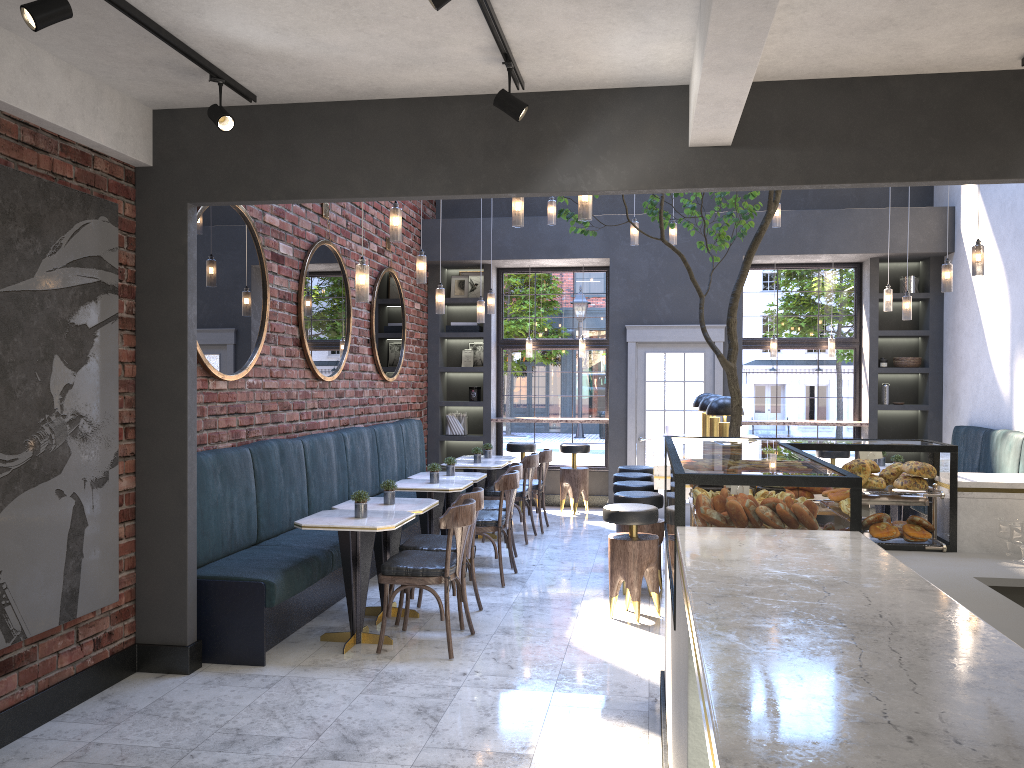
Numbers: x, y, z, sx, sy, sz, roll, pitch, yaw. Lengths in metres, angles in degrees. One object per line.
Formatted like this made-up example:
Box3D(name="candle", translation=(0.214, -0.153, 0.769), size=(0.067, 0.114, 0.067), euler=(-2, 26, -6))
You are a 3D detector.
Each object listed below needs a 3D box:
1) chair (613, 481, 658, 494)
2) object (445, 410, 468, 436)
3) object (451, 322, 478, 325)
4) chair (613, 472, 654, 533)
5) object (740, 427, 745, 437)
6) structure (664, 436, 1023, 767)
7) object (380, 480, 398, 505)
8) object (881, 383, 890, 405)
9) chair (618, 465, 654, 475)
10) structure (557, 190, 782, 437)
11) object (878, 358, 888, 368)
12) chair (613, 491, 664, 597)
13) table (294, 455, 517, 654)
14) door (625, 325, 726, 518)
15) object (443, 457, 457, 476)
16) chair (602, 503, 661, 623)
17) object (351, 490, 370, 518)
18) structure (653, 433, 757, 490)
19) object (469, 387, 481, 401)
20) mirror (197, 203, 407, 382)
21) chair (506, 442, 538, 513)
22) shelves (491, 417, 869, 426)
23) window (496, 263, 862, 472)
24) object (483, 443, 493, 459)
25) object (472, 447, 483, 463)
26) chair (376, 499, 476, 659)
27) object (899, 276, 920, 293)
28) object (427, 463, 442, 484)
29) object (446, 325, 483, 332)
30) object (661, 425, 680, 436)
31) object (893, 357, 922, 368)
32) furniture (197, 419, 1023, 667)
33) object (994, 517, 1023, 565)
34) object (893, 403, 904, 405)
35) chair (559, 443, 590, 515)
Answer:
Box3D(name="chair", translation=(1.015, 1.181, 7.292), size=(0.370, 0.737, 0.372), euler=(0, 1, -38))
Box3D(name="object", translation=(-0.692, 0.478, 11.101), size=(0.250, 0.323, 0.241), euler=(0, 0, 9))
Box3D(name="object", translation=(-0.595, -0.742, 11.078), size=(0.327, 0.039, 0.227), euler=(0, 0, -1))
Box3D(name="chair", translation=(1.092, 1.179, 7.981), size=(0.370, 0.737, 0.372), euler=(0, 1, 0))
Box3D(name="object", translation=(2.126, 0.453, 8.459), size=(0.176, 0.097, 0.301), euler=(0, 0, 0))
Box3D(name="structure", translation=(1.878, 0.916, 1.216), size=(3.205, 1.300, 5.805), euler=(0, 0, 9))
Box3D(name="object", translation=(-0.811, 0.711, 5.855), size=(0.118, 0.165, 0.122), euler=(0, 0, -13))
Box3D(name="object", translation=(4.326, 0.117, 10.271), size=(0.098, 0.248, 0.098), euler=(0, 1, -42))
Box3D(name="chair", translation=(1.221, 1.179, 8.680), size=(0.370, 0.737, 0.372), euler=(0, 1, -38))
Box3D(name="structure", translation=(1.522, -1.437, 6.142), size=(2.806, 5.989, 3.744), euler=(0, 1, -38))
Box3D(name="object", translation=(4.312, -0.247, 10.315), size=(0.116, 0.119, 0.117), euler=(0, 0, -15))
Box3D(name="chair", translation=(0.940, 1.182, 6.596), size=(0.372, 0.737, 0.370), euler=(1, 1, 36))
Box3D(name="table", translation=(1.373, 1.175, 7.067), size=(4.599, 0.751, 4.830), euler=(0, 0, 9))
Box3D(name="door", translation=(1.865, 0.437, 10.178), size=(1.132, 2.219, 0.152), euler=(0, 1, 9))
Box3D(name="object", translation=(-0.530, 0.709, 7.655), size=(0.118, 0.165, 0.122), euler=(0, 0, -13))
Box3D(name="chair", translation=(0.788, 1.183, 5.907), size=(0.370, 0.737, 0.372), euler=(0, 1, -38))
Box3D(name="object", translation=(-0.901, 0.712, 5.280), size=(0.118, 0.165, 0.122), euler=(0, 0, -13))
Box3D(name="structure", translation=(1.634, 1.027, 7.137), size=(0.990, 1.050, 3.490), euler=(0, 0, 9))
Box3D(name="object", translation=(-0.462, 0.125, 11.047), size=(0.152, 0.181, 0.152), euler=(0, 1, -43))
Box3D(name="mirror", translation=(-1.555, -0.776, 7.500), size=(0.036, 1.510, 4.773), euler=(0, 0, 9))
Box3D(name="chair", translation=(0.114, 1.127, 10.745), size=(0.370, 0.821, 0.372), euler=(0, 1, -29))
Box3D(name="shelves", translation=(1.946, 0.455, 10.702), size=(4.403, 0.043, 0.384), euler=(0, 0, 9))
Box3D(name="window", translation=(1.034, -1.577, 4.844), size=(6.405, 5.365, 12.708), euler=(0, 0, 9))
Box3D(name="object", translation=(-0.256, 0.706, 9.412), size=(0.118, 0.165, 0.122), euler=(0, 0, -13))
Box3D(name="object", translation=(-0.346, 0.707, 8.837), size=(0.118, 0.165, 0.122), euler=(0, 0, -13))
Box3D(name="chair", translation=(-0.480, 1.119, 5.253), size=(0.521, 0.851, 0.538), euler=(0, 1, 10))
Box3D(name="object", translation=(4.616, -1.144, 10.297), size=(0.214, 0.215, 0.213), euler=(0, 0, 18))
Box3D(name="object", translation=(-0.620, 0.709, 7.080), size=(0.118, 0.165, 0.122), euler=(0, 0, -13))
Box3D(name="object", translation=(-0.593, -0.681, 11.066), size=(0.412, 0.084, 0.286), euler=(0, 0, 9))
Box3D(name="object", translation=(1.523, 0.450, 8.520), size=(0.176, 0.098, 0.204), euler=(0, 0, 14))
Box3D(name="object", translation=(4.589, -0.248, 10.296), size=(0.305, 0.123, 0.305), euler=(0, 0, 30))
Box3D(name="furniture", translation=(1.383, 0.975, 7.109), size=(6.021, 1.151, 5.340), euler=(0, 0, 9))
Box3D(name="object", translation=(2.259, 0.630, 3.530), size=(0.575, 0.147, 0.256), euler=(0, 0, 9))
Box3D(name="object", translation=(4.456, 0.228, 10.225), size=(0.130, 0.026, 0.130), euler=(0, 0, -8))
Box3D(name="chair", translation=(0.749, 1.130, 10.623), size=(0.372, 0.821, 0.370), euler=(0, 1, -29))
